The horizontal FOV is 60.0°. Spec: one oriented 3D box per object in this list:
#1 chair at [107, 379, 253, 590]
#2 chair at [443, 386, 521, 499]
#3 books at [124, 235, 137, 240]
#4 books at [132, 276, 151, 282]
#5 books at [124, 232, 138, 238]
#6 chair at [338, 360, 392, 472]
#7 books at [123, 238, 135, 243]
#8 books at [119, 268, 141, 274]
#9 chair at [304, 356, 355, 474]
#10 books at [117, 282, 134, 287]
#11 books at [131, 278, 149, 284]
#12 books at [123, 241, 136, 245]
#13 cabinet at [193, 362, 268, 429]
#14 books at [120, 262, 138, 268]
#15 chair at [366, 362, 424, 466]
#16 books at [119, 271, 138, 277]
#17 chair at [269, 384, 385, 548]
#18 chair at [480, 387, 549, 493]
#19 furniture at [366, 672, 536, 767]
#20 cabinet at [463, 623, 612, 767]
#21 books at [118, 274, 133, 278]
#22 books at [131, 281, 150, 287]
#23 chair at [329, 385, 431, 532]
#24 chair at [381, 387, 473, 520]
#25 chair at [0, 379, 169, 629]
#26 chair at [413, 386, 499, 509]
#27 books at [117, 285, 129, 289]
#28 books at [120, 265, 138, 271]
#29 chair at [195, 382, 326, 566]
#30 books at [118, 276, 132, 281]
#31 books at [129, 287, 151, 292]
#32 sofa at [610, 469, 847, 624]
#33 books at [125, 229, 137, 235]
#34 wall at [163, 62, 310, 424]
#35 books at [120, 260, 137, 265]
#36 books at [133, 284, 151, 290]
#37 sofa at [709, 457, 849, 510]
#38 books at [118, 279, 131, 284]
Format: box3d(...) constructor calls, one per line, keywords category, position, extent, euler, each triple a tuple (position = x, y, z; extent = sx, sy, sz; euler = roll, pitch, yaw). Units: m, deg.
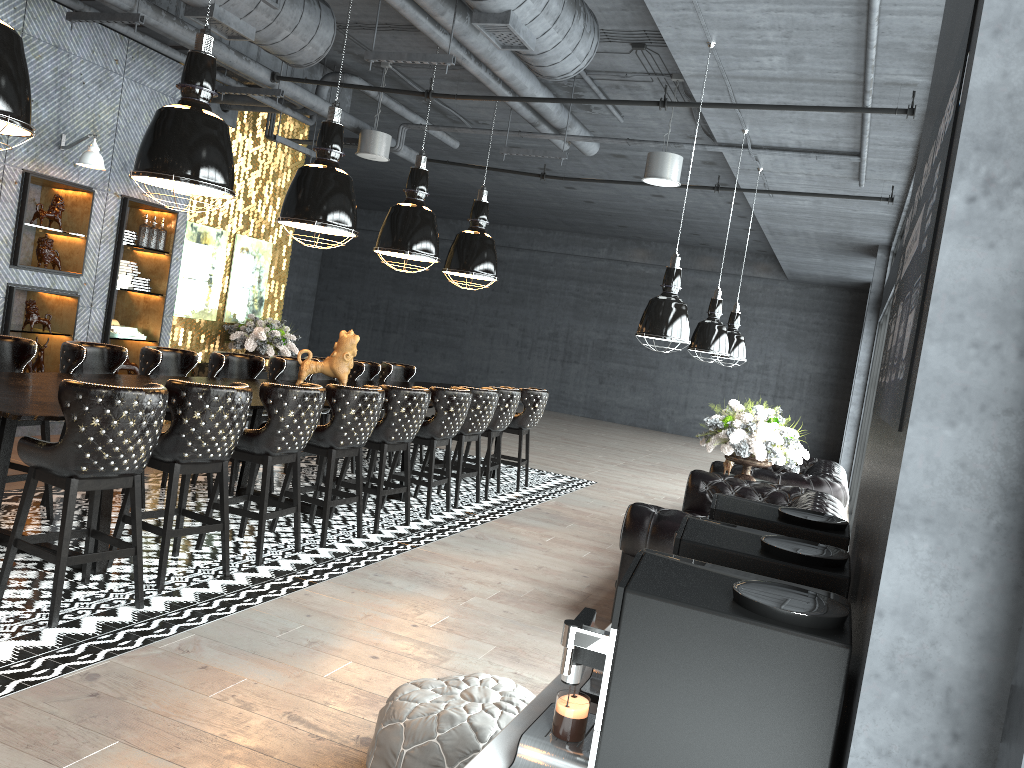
box3d(category="chair", position=(-1.783, 0.510, 4.855), extent=(0.568, 1.092, 0.504), euler=(10, 3, 30))
box3d(category="chair", position=(-0.268, 0.551, 8.843), extent=(0.568, 1.092, 0.504), euler=(10, 2, 14))
box3d(category="books", position=(-3.919, -1.482, 8.882), extent=(0.194, 0.028, 0.245), euler=(10, 3, 23))
box3d(category="books", position=(-3.898, -1.100, 9.172), extent=(0.194, 0.028, 0.245), euler=(10, 3, 20))
box3d(category="books", position=(-3.920, -1.511, 8.894), extent=(0.194, 0.028, 0.245), euler=(10, 3, 21))
box3d(category="chair", position=(-1.541, 0.320, 9.371), extent=(0.568, 1.092, 0.504), euler=(10, 2, 13))
box3d(category="books", position=(-3.934, -1.454, 8.856), extent=(0.194, 0.028, 0.245), euler=(10, 3, 25))
box3d(category="books", position=(-3.897, -1.147, 8.986), extent=(0.193, 0.028, 0.245), euler=(9, 3, -3))
box3d(category="chair", position=(-1.836, 0.306, 8.718), extent=(0.568, 1.092, 0.504), euler=(10, 3, 22))
box3d(category="books", position=(-3.943, -1.007, 8.891), extent=(0.246, 0.028, 0.193), euler=(12, 4, 41))
box3d(category="books", position=(-3.910, -1.072, 9.154), extent=(0.194, 0.028, 0.245), euler=(11, 3, 27))
box3d(category="books", position=(-3.938, -1.428, 8.887), extent=(0.194, 0.028, 0.245), euler=(10, 3, 26))
box3d(category="cabinet", position=(-3.215, 0.170, 10.796), extent=(0.710, 0.737, 1.385), euler=(10, 3, 21))
box3d(category="books", position=(-3.930, -1.209, 8.976), extent=(0.193, 0.028, 0.245), euler=(9, 3, 1))
box3d(category="chair", position=(-1.293, 0.326, 10.047), extent=(0.568, 1.092, 0.504), euler=(10, 3, 30))
box3d(category="books", position=(-3.952, -1.128, 9.016), extent=(0.193, 0.028, 0.245), euler=(9, 3, 4))
box3d(category="chair", position=(-1.244, 0.530, 6.168), extent=(0.568, 1.092, 0.504), euler=(10, 3, 23))
box3d(category="chair", position=(0.035, 0.566, 9.511), extent=(0.568, 1.092, 0.504), euler=(10, 2, 13))
box3d(category="furniture", position=(-0.136, 1.239, 3.038), extent=(0.679, 0.383, 0.679), euler=(10, 3, 21))
box3d(category="cabinet", position=(-4.091, 0.467, 1.177), extent=(8.424, 0.826, 6.310), euler=(10, 3, 21))
box3d(category="books", position=(-3.961, -1.094, 8.868), extent=(0.245, 0.028, 0.193), euler=(10, 3, 19))
box3d(category="books", position=(-3.905, -1.043, 9.152), extent=(0.194, 0.028, 0.245), euler=(10, 3, 23))
box3d(category="chair", position=(-0.983, 0.538, 6.829), extent=(0.568, 1.092, 0.504), euler=(10, 3, 25))
box3d(category="chair", position=(-0.696, 0.550, 7.519), extent=(0.568, 1.092, 0.504), euler=(10, 3, 18))
box3d(category="chair", position=(-1.976, 0.515, 4.152), extent=(0.568, 1.092, 0.504), euler=(10, 3, 30))
box3d(category="chair", position=(-0.477, 0.552, 8.170), extent=(0.568, 1.092, 0.504), euler=(10, 3, 24))
box3d(category="books", position=(-4.000, -0.987, 8.891), extent=(0.246, 0.028, 0.193), euler=(11, 4, 36))
box3d(category="books", position=(-3.929, -1.181, 9.008), extent=(0.193, 0.028, 0.246), euler=(9, 3, -9))
box3d(category="chair", position=(-1.520, 0.518, 5.520), extent=(0.568, 1.092, 0.504), euler=(10, 3, 17))
box3d(category="books", position=(-3.967, -1.067, 8.870), extent=(0.245, 0.028, 0.193), euler=(10, 3, 16))
box3d(category="books", position=(-3.898, -0.985, 9.169), extent=(0.194, 0.028, 0.245), euler=(10, 3, 22))
box3d(category="sofa", position=(1.536, 1.124, 5.873), extent=(1.240, 0.838, 2.565), euler=(10, 3, 20))
box3d(category="books", position=(-3.923, -1.539, 8.873), extent=(0.194, 0.028, 0.245), euler=(10, 3, 24))
box3d(category="wall", position=(-3.374, -1.667, 10.614), extent=(0.025, 4.381, 2.444), euler=(10, 3, 20))
box3d(category="books", position=(-3.930, -1.237, 8.977), extent=(0.193, 0.028, 0.246), euler=(9, 3, -8))
box3d(category="books", position=(-3.894, -1.013, 9.167), extent=(0.194, 0.028, 0.245), euler=(11, 3, 33))
box3d(category="sofa", position=(2.692, 1.155, 8.934), extent=(1.240, 0.838, 2.565), euler=(10, 3, 20))
box3d(category="books", position=(-3.979, -1.040, 8.874), extent=(0.246, 0.028, 0.193), euler=(10, 3, 23))
